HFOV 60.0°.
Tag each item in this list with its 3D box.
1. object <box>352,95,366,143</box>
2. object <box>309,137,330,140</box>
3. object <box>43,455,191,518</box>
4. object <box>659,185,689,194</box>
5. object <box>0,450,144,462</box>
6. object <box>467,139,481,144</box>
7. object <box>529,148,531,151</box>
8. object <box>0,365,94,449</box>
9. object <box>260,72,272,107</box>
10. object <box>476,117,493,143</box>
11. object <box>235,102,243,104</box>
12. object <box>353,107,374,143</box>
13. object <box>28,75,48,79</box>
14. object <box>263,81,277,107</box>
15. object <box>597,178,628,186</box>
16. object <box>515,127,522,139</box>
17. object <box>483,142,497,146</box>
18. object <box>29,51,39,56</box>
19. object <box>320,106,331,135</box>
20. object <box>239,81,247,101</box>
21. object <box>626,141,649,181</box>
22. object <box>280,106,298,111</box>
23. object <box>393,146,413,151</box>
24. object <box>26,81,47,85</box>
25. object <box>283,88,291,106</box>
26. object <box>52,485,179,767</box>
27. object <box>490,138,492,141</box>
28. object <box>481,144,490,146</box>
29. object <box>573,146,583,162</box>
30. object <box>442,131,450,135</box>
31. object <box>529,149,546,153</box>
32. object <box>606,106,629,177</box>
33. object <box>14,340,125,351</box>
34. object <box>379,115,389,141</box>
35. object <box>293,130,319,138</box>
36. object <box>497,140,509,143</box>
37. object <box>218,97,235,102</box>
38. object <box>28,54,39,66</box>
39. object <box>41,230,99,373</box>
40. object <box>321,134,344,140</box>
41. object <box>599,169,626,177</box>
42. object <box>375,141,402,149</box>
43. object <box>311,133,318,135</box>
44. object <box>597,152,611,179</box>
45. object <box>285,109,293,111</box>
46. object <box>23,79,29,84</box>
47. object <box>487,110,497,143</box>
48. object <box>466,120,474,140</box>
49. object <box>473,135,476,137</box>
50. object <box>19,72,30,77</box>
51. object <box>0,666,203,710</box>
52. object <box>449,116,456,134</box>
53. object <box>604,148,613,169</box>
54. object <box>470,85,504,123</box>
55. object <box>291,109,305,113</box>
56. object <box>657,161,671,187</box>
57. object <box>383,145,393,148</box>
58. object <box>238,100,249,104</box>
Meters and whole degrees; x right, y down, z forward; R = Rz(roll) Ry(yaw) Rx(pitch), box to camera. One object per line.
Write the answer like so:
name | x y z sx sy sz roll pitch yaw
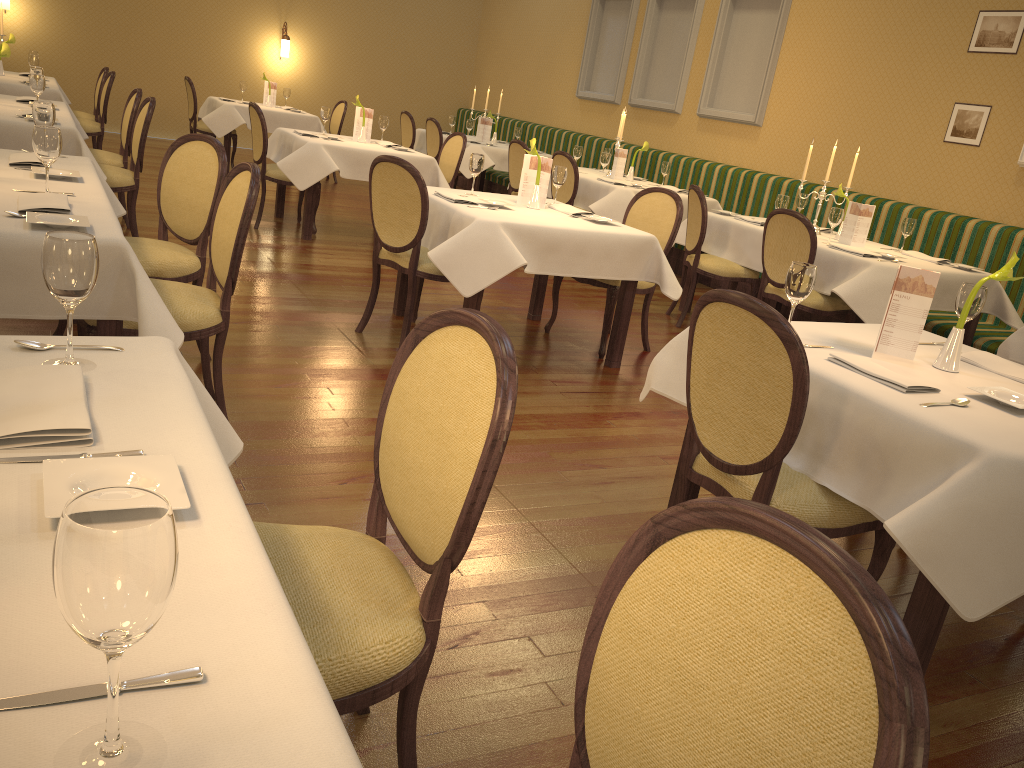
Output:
object | -1.252 -2.187 7.317 0.076 0.375 0.163 22 22 35
object | -1.522 -1.951 7.038 0.181 0.015 0.038 0 20 -27
object | -0.503 0.136 1.123 0.160 0.024 0.160 0 20 -29
object | 1.461 -1.750 7.972 0.142 0.033 0.273 0 20 -29
object | -0.600 0.099 1.206 0.185 0.010 0.017 0 20 -27
object | -0.466 -2.751 10.056 0.142 0.024 0.273 0 20 -29
object | 0.133 -2.763 10.395 0.142 0.033 0.273 0 20 -29
object | -0.714 0.030 1.329 0.142 0.033 0.273 0 20 -29
object | -2.805 -3.371 10.150 0.076 0.375 0.163 22 22 35
object | -0.333 -3.016 10.526 0.166 0.277 0.081 7 18 -8
object | -3.075 -3.135 9.871 0.181 0.015 0.038 0 20 -27
object | -1.234 -2.177 7.463 0.166 0.277 0.081 15 18 15
object | -4.421 -2.851 8.273 0.160 0.024 0.160 0 20 -29
object | -2.787 -3.361 10.297 0.166 0.277 0.081 15 18 15
object | 0.862 -1.739 7.633 0.142 0.024 0.273 0 20 -29
object | 0.067 -2.928 10.539 0.088 0.229 0.088 15 19 17
object | -0.252 -2.717 10.059 0.160 0.024 0.160 0 20 -29
object | -4.667 -3.126 8.653 0.088 0.229 0.088 15 19 17
object | -1.582 -2.224 7.497 0.088 0.229 0.088 15 19 17
object | -3.134 -3.408 10.331 0.088 0.229 0.088 15 19 17
object | 1.157 -2.059 8.194 0.163 0.375 0.076 25 23 39
object | -2.596 -3.204 10.318 0.142 0.033 0.273 0 20 -29
object | -0.895 -1.926 7.278 0.160 0.024 0.160 0 20 -29
object | -4.014 -2.529 7.493 0.160 0.024 0.160 0 20 -29
object | -2.662 -3.370 10.462 0.088 0.229 0.088 15 19 17
object | -0.310 0.198 0.692 0.088 0.229 0.088 15 19 17
object | -0.337 -3.096 11.176 0.142 0.033 0.273 0 20 -29
object | -0.321 -2.674 9.903 0.181 0.015 0.038 0 20 -27
object | 0.601 -2.099 8.262 0.088 0.229 0.088 15 19 17
object | -0.848 -3.082 10.861 0.142 0.033 0.273 0 20 -29
object | 0.281 -2.668 10.189 0.160 0.024 0.160 0 20 -29
object | 1.004 -2.281 8.349 0.131 0.655 0.390 6 18 -10
object | -0.801 -0.069 1.610 0.181 0.015 0.038 0 20 -27
object | -1.110 -2.186 7.628 0.088 0.229 0.088 15 19 17
object | -1.667 -2.028 7.191 0.142 0.024 0.273 0 20 -29
object | -0.126 -2.990 10.970 0.160 0.024 0.160 0 20 -29
object | -3.220 -3.212 10.024 0.142 0.024 0.273 0 20 -29
object | -4.229 -2.789 7.843 0.088 0.229 0.088 15 19 17
object | -0.748 -0.139 1.502 0.088 0.229 0.088 15 19 17
object | -1.454 -1.994 7.194 0.160 0.024 0.160 0 20 -29
object | 0.991 -2.084 8.753 0.142 0.033 0.273 0 20 -29
object | -1.043 -2.021 7.484 0.142 0.033 0.273 0 20 -29
object | -1.695 -2.089 7.380 0.185 0.010 0.017 0 20 -29
object | 0.814 -1.930 7.853 0.088 0.229 0.088 15 19 17
object | -2.535 -3.141 10.175 0.181 0.015 0.038 0 20 -27
object | -4.162 -2.624 7.699 0.142 0.033 0.273 0 20 -29
object | -0.232 -3.097 10.675 0.163 0.375 0.076 7 18 -8
object | -0.498 -2.949 10.304 0.088 0.229 0.088 15 19 17
object | -0.424 -3.195 11.457 0.181 0.015 0.038 0 20 -27
object | -4.632 -2.957 8.480 0.142 0.033 0.273 0 20 -29
object | -0.372 0.272 0.790 0.185 0.010 0.017 0 20 -27
object | -0.727 -3.111 10.685 0.088 0.229 0.088 15 19 17
object | 0.957 -2.253 8.926 0.088 0.229 0.088 15 19 17
object | -0.324 -3.293 10.772 0.390 0.655 0.131 15 18 15
object | -2.448 -3.109 10.111 0.160 0.024 0.160 0 20 -29
object | 1.395 -1.916 8.116 0.088 0.229 0.088 15 19 17
object | -0.983 -1.957 7.342 0.181 0.015 0.038 0 20 -27
object | -3.007 -3.178 10.027 0.160 0.024 0.160 0 20 -29
